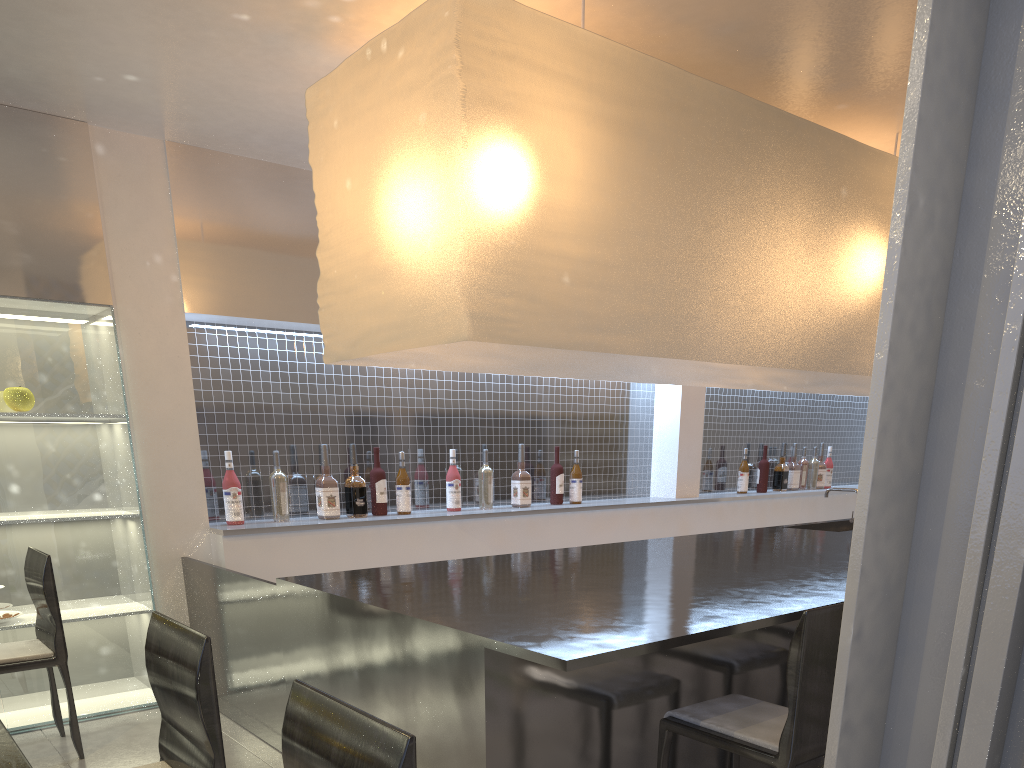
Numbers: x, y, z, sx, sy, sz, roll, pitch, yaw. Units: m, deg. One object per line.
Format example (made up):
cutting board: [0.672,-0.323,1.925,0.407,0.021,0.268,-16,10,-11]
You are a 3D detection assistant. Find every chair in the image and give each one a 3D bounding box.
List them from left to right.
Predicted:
chair: [-1.029,0.550,1.627,0.232,0.467,0.181,-10,16,-37]
chair: [-0.477,0.497,0.950,0.232,0.467,0.181,-10,16,-37]
chair: [-0.220,0.473,0.646,0.232,0.467,0.181,-10,16,-37]
chair: [0.367,0.513,1.218,0.186,0.467,0.227,-10,16,-37]

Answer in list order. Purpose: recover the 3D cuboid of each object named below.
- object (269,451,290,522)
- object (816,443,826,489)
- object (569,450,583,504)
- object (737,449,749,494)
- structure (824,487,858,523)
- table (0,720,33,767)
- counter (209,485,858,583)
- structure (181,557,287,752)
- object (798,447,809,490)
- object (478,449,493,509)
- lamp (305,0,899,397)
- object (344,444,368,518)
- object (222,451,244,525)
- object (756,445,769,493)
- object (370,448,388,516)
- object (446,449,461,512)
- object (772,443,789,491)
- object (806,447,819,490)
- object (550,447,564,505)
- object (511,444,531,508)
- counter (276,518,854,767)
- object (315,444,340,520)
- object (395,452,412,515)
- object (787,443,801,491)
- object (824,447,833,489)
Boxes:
object: [-1.329,0.170,1.580,1.844,0.315,0.043,2,11,-36]
object: [1.343,0.358,3.590,0.046,0.216,0.043,1,15,3]
object: [0.213,0.311,2.733,0.041,0.194,0.038,6,16,21]
object: [0.924,0.349,3.279,0.041,0.194,0.038,6,16,21]
structure: [0.942,0.360,2.363,0.033,0.131,0.108,-13,14,-40]
table: [-0.577,0.527,0.708,0.344,0.346,0.890,-6,2,-40]
counter: [0.673,0.656,3.165,3.579,0.471,0.220,3,8,-37]
structure: [-0.614,0.589,1.826,0.011,0.390,0.538,-14,11,-40]
object: [1.246,0.363,3.527,0.046,0.199,0.041,2,15,7]
object: [-0.080,0.294,2.524,0.046,0.199,0.041,2,15,8]
lamp: [0.691,-0.226,1.937,2.270,0.455,0.430,2,4,-37]
object: [-1.223,0.173,1.627,2.043,0.314,0.099,2,10,-35]
object: [-0.901,-0.160,0.862,1.809,0.868,1.626,0,0,-41]
object: [1.017,0.346,3.328,0.042,0.206,0.044,13,20,41]
object: [-1.206,0.177,1.676,2.111,0.314,0.063,3,11,-37]
object: [-0.174,0.287,2.444,0.042,0.198,0.041,-12,19,-36]
object: [1.124,0.347,3.428,0.045,0.217,0.043,-12,19,-37]
object: [1.300,0.365,3.549,0.044,0.199,0.043,-12,19,-37]
object: [0.148,0.302,2.701,0.042,0.206,0.044,13,20,41]
object: [0.029,0.290,2.586,0.046,0.216,0.043,-11,19,-35]
counter: [0.795,0.596,2.061,2.479,0.397,0.790,3,-2,-37]
object: [-1.260,0.172,1.599,1.965,0.315,0.044,3,11,-37]
object: [-1.250,0.171,1.614,2.393,0.319,0.054,3,11,-36]
object: [1.190,0.352,3.482,0.046,0.216,0.043,-11,19,-35]
object: [1.393,0.369,3.629,0.043,0.198,0.040,-8,17,-25]
